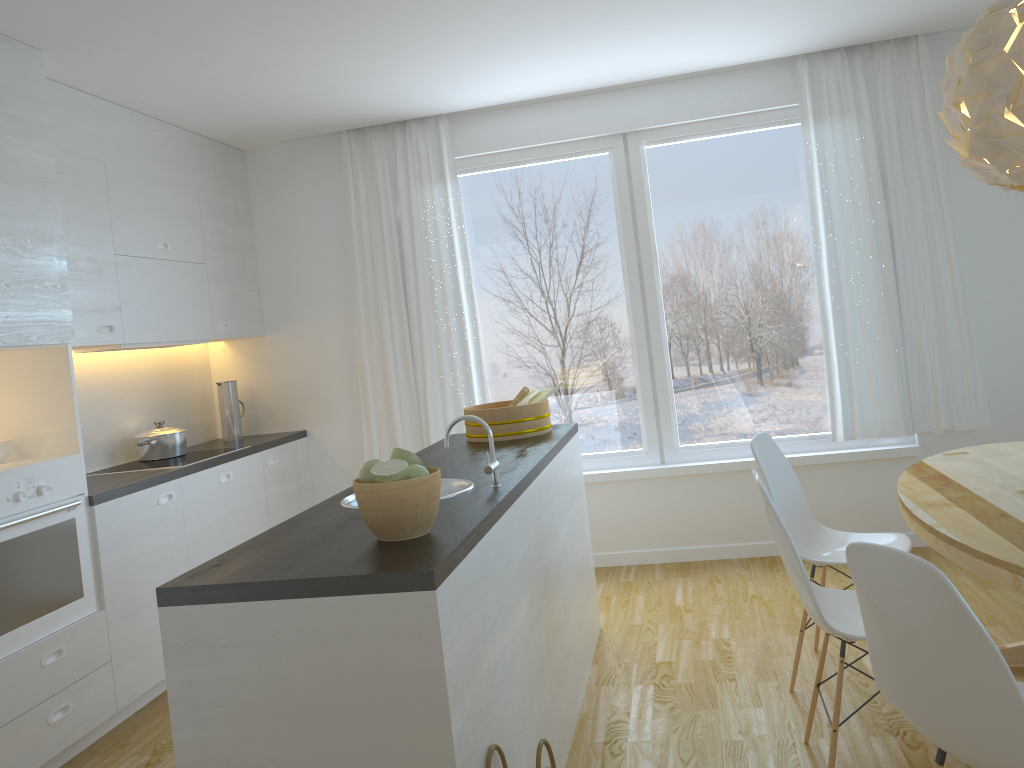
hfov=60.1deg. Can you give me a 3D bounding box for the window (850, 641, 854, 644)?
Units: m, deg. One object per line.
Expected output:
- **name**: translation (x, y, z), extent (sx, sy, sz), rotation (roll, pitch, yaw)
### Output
- **window**: translation (2.006, -0.402, 1.909), extent (2.545, 2.054, 1.884), rotation (-6, 1, 11)

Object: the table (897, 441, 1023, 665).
- **table**: translation (1.807, 0.681, 2.488), extent (1.192, 0.725, 2.195), rotation (-6, 3, 10)

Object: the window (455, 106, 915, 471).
- **window**: translation (0.765, -0.494, 5.128), extent (2.723, 1.919, 0.088), rotation (-6, 0, 11)

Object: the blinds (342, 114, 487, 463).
- **blinds**: translation (-0.608, -0.522, 5.194), extent (0.794, 2.160, 0.150), rotation (-7, 0, 11)

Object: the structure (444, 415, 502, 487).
- **structure**: translation (-0.126, 0.201, 2.585), extent (0.162, 0.215, 0.097), rotation (-6, 0, 11)

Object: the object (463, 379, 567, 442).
- **object**: translation (-0.008, 0.116, 3.905), extent (0.377, 0.214, 0.431), rotation (-5, 3, 39)

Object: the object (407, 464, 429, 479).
- **object**: translation (-0.231, 0.231, 2.075), extent (0.081, 0.085, 0.097), rotation (-7, 2, -24)

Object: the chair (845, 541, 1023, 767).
- **chair**: translation (1.009, 0.726, 1.775), extent (0.524, 0.902, 0.429), rotation (-7, 0, -19)

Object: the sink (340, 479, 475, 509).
- **sink**: translation (-0.303, 0.400, 2.650), extent (0.406, 0.157, 0.403), rotation (-9, 3, -37)

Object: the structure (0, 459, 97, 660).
- **structure**: translation (-1.692, 0.606, 3.165), extent (0.049, 0.596, 0.562), rotation (-7, 1, 11)

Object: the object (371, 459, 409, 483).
- **object**: translation (-0.276, 0.210, 2.010), extent (0.085, 0.065, 0.084), rotation (-6, 2, 23)

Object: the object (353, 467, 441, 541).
- **object**: translation (-0.262, 0.283, 2.070), extent (0.205, 0.142, 0.205), rotation (-8, 2, -27)

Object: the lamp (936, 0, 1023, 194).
- **lamp**: translation (1.549, -1.078, 2.522), extent (0.646, 1.135, 0.640), rotation (-7, 0, 10)

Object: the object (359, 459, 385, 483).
- **object**: translation (-0.312, 0.224, 2.090), extent (0.086, 0.098, 0.102), rotation (-6, 2, 32)

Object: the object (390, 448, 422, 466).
- **object**: translation (-0.257, 0.186, 2.137), extent (0.077, 0.072, 0.074), rotation (-6, 2, 36)

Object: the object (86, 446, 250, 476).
- **object**: translation (-1.744, 0.392, 4.501), extent (0.561, 0.013, 0.656), rotation (-6, 3, 11)

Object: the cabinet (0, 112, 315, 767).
- **cabinet**: translation (-1.830, 0.131, 3.899), extent (0.480, 2.300, 3.209), rotation (-7, 2, 11)

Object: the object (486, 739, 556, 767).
- **object**: translation (0.518, 0.976, 2.025), extent (1.191, 0.502, 0.471), rotation (-7, 1, -11)

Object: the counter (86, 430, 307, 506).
- **counter**: translation (-1.740, 0.410, 4.497), extent (0.599, 0.040, 2.006), rotation (-6, 3, 11)

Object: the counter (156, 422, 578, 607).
- **counter**: translation (-0.216, 0.319, 2.953), extent (0.600, 0.040, 2.407), rotation (-6, 3, 11)

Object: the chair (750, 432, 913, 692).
- **chair**: translation (1.212, 0.620, 3.255), extent (0.521, 0.902, 0.431), rotation (-6, 0, 31)

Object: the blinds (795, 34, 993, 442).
- **blinds**: translation (1.991, -0.795, 4.689), extent (0.794, 2.160, 0.150), rotation (-7, 0, 11)

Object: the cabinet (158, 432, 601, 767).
- **cabinet**: translation (-0.161, 0.791, 2.949), extent (0.600, 0.909, 2.407), rotation (-6, 3, 11)
